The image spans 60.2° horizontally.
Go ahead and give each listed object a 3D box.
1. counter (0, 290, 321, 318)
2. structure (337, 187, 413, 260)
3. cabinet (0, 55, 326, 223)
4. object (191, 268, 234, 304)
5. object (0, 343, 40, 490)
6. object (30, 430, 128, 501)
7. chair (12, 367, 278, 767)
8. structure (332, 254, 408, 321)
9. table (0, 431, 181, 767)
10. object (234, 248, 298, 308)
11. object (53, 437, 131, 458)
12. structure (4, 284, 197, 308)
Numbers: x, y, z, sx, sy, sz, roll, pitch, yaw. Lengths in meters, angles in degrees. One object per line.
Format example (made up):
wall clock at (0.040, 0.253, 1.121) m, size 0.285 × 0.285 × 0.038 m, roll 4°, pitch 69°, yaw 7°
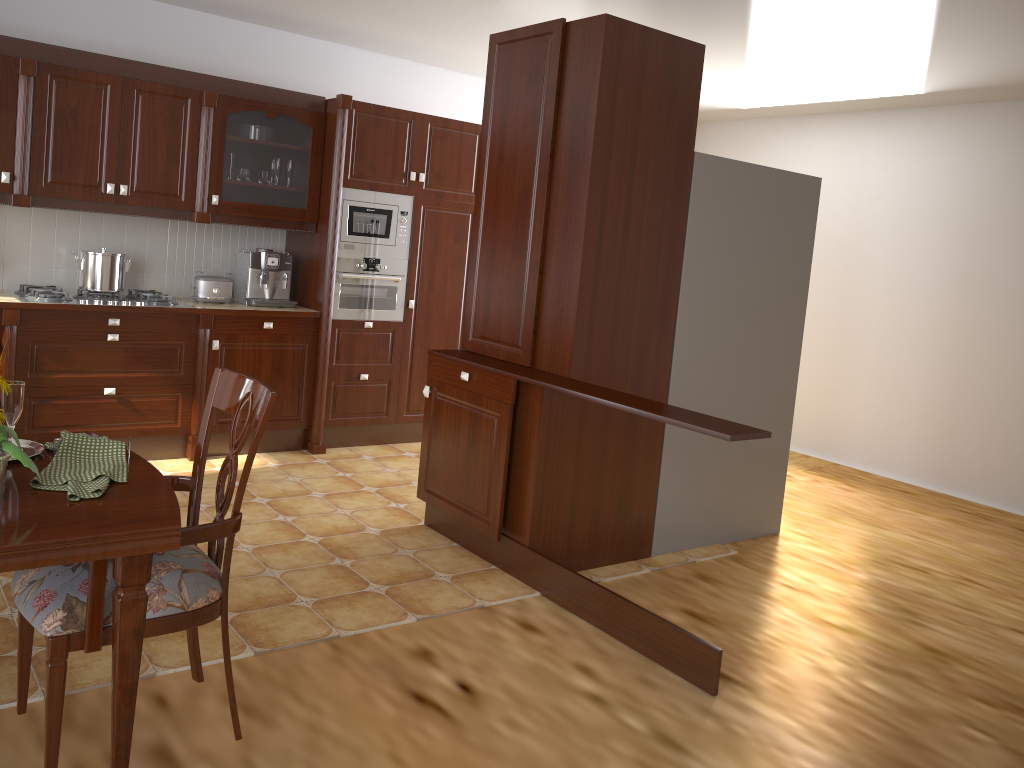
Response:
counter at (-2.000, -0.310, 3.933) m, size 2.781 × 0.032 × 1.841 m, roll -1°, pitch 11°, yaw -37°
structure at (-0.900, -0.967, 5.323) m, size 0.494 × 0.383 × 0.319 m, roll 0°, pitch 8°, yaw -37°
cabinet at (-1.801, -1.111, 3.710) m, size 2.779 × 0.773 × 1.380 m, roll -1°, pitch 10°, yaw -37°
object at (-1.673, -0.549, 4.954) m, size 0.243 × 0.187 × 0.142 m, roll 0°, pitch 8°, yaw -37°
object at (-1.004, 0.064, 1.529) m, size 0.320 × 0.335 × 0.299 m, roll 12°, pitch 9°, yaw 44°
object at (-0.883, 0.139, 1.824) m, size 0.166 × 0.056 × 0.533 m, roll 2°, pitch 10°, yaw -24°
chair at (-0.774, 0.363, 1.844) m, size 0.459 × 0.741 × 0.408 m, roll 1°, pitch 7°, yaw -37°
structure at (-0.840, -0.563, 5.227) m, size 0.494 × 0.372 × 0.041 m, roll 0°, pitch 7°, yaw -37°
table at (-1.433, 0.468, 1.354) m, size 1.677 × 0.554 × 0.741 m, roll -1°, pitch 10°, yaw -37°
object at (-1.421, -0.618, 5.124) m, size 0.274 × 0.319 × 0.326 m, roll 1°, pitch 8°, yaw -37°
object at (-0.888, 0.135, 1.871) m, size 0.146 × 0.046 × 0.047 m, roll 2°, pitch 8°, yaw -24°
structure at (-2.130, -0.459, 4.588) m, size 0.815 × 0.046 × 0.596 m, roll -1°, pitch 11°, yaw -37°
